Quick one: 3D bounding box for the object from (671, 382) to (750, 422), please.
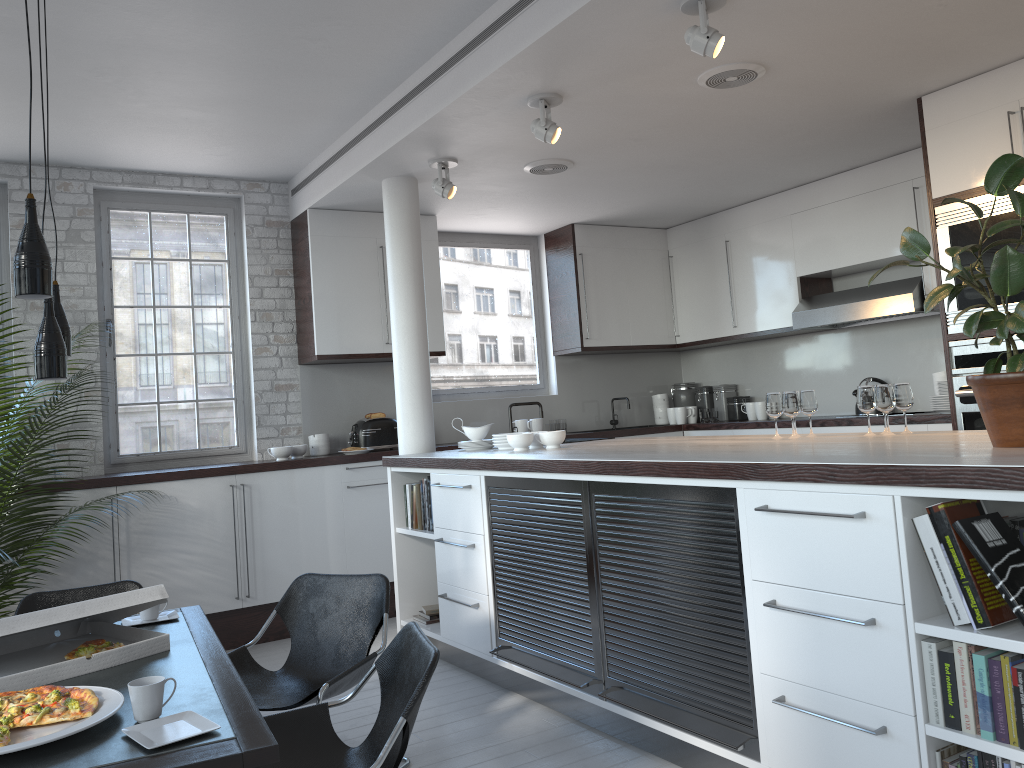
[{"bbox_3d":[1.833,0.156,8.150,0.243,0.375,0.872,-2,-3,-35],"label":"object"}]

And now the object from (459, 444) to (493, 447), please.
[{"bbox_3d":[-0.208,0.391,5.564,0.262,0.028,0.261,-4,-2,-7],"label":"object"}]

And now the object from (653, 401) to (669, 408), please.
[{"bbox_3d":[1.398,0.191,8.314,0.153,0.076,0.153,-4,-2,-10],"label":"object"}]

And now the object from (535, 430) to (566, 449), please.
[{"bbox_3d":[0.226,0.313,4.969,0.157,0.093,0.156,-3,-3,-16],"label":"object"}]

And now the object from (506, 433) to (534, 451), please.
[{"bbox_3d":[0.048,0.325,4.949,0.157,0.093,0.156,-3,-3,-31],"label":"object"}]

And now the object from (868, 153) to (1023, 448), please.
[{"bbox_3d":[1.526,-0.255,2.719,0.774,0.893,0.436,-6,-4,27],"label":"object"}]

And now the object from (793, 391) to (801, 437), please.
[{"bbox_3d":[1.358,0.145,4.269,0.082,0.223,0.082,-1,-5,-41],"label":"object"}]

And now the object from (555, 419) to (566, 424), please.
[{"bbox_3d":[0.419,0.352,7.530,0.094,0.098,0.093,-3,-3,-14],"label":"object"}]

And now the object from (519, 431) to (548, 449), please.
[{"bbox_3d":[0.136,0.324,5.119,0.156,0.093,0.157,-7,-3,45],"label":"object"}]

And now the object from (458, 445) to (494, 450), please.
[{"bbox_3d":[-0.208,0.399,5.564,0.262,0.028,0.261,-3,-2,-42],"label":"object"}]

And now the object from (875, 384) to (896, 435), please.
[{"bbox_3d":[1.621,0.112,3.837,0.082,0.223,0.082,-4,-4,2],"label":"object"}]

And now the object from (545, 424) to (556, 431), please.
[{"bbox_3d":[0.329,0.387,7.477,0.093,0.098,0.094,-7,-4,42],"label":"object"}]

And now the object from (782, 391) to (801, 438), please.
[{"bbox_3d":[1.315,0.145,4.166,0.082,0.223,0.082,-1,-5,-40],"label":"object"}]

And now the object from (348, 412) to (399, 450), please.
[{"bbox_3d":[-1.048,0.365,6.760,0.414,0.291,0.277,-3,-3,-31],"label":"object"}]

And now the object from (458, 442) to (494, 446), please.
[{"bbox_3d":[-0.209,0.384,5.565,0.262,0.028,0.261,-4,-2,-7],"label":"object"}]

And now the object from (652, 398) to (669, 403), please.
[{"bbox_3d":[1.396,0.161,8.313,0.153,0.067,0.152,-5,-2,15],"label":"object"}]

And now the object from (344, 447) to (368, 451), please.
[{"bbox_3d":[-1.138,0.479,6.435,0.138,0.044,0.136,-5,-2,21],"label":"object"}]

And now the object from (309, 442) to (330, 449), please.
[{"bbox_3d":[-1.439,0.474,6.628,0.154,0.074,0.152,-3,-3,-28],"label":"object"}]

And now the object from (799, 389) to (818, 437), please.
[{"bbox_3d":[1.407,0.139,4.192,0.083,0.223,0.082,-1,-5,-37],"label":"object"}]

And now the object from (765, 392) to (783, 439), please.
[{"bbox_3d":[1.264,0.152,4.255,0.082,0.223,0.082,-5,-4,6],"label":"object"}]

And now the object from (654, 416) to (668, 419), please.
[{"bbox_3d":[1.413,0.318,8.306,0.154,0.074,0.152,-3,-3,-28],"label":"object"}]

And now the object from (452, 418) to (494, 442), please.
[{"bbox_3d":[-0.241,0.292,5.569,0.269,0.173,0.130,-4,-3,-2],"label":"object"}]

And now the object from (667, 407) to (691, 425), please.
[{"bbox_3d":[1.505,0.290,8.066,0.135,0.152,0.249,-2,-3,-29],"label":"object"}]

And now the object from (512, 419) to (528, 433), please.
[{"bbox_3d":[0.070,0.368,7.217,0.138,0.152,0.108,-2,-4,-36],"label":"object"}]

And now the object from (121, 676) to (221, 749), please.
[{"bbox_3d":[-0.863,0.803,2.191,0.176,0.097,0.300,-2,-3,-41],"label":"object"}]

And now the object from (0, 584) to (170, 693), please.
[{"bbox_3d":[-1.552,0.817,2.956,0.586,0.216,0.591,-6,-3,38],"label":"object"}]

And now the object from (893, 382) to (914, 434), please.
[{"bbox_3d":[1.711,0.107,3.866,0.083,0.223,0.082,-3,-4,-17],"label":"object"}]

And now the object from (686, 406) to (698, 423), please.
[{"bbox_3d":[1.644,0.279,8.051,0.109,0.152,0.138,-2,-4,-32],"label":"object"}]

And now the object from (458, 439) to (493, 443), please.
[{"bbox_3d":[-0.210,0.369,5.566,0.262,0.028,0.261,-2,-3,-43],"label":"object"}]

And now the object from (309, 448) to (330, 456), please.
[{"bbox_3d":[-1.435,0.509,6.628,0.153,0.055,0.153,-5,-2,12],"label":"object"}]

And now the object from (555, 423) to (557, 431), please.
[{"bbox_3d":[0.368,0.388,7.617,0.093,0.098,0.094,-7,-4,42],"label":"object"}]

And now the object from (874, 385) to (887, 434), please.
[{"bbox_3d":[1.658,0.113,3.952,0.082,0.223,0.082,-6,-4,24],"label":"object"}]

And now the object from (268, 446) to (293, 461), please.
[{"bbox_3d":[-1.629,0.492,6.269,0.157,0.093,0.156,-3,-3,-32],"label":"object"}]

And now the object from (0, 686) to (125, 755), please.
[{"bbox_3d":[-1.265,0.865,2.230,0.532,0.042,0.531,-3,-2,-34],"label":"object"}]

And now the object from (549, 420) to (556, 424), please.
[{"bbox_3d":[0.366,0.359,7.619,0.093,0.098,0.094,-7,-4,42],"label":"object"}]

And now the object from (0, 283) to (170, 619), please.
[{"bbox_3d":[-3.102,0.517,4.674,1.920,2.629,2.397,-5,-3,17],"label":"object"}]

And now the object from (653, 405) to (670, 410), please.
[{"bbox_3d":[1.403,0.227,8.313,0.153,0.060,0.152,-3,-2,-31],"label":"object"}]

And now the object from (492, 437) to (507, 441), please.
[{"bbox_3d":[-0.003,0.335,5.335,0.236,0.041,0.235,-3,-2,-39],"label":"object"}]

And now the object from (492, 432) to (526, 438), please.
[{"bbox_3d":[-0.003,0.317,5.336,0.235,0.041,0.235,-5,-2,10],"label":"object"}]

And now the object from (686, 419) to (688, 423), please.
[{"bbox_3d":[1.589,0.288,8.183,0.109,0.152,0.138,-6,-3,22],"label":"object"}]

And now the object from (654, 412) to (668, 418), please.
[{"bbox_3d":[1.411,0.288,8.307,0.153,0.063,0.152,-4,-2,-2],"label":"object"}]

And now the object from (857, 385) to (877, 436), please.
[{"bbox_3d":[1.573,0.118,3.919,0.082,0.223,0.082,-6,-4,25],"label":"object"}]

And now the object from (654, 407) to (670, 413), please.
[{"bbox_3d":[1.406,0.256,8.311,0.153,0.075,0.153,-5,-3,26],"label":"object"}]

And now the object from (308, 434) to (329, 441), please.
[{"bbox_3d":[-1.446,0.412,6.633,0.153,0.075,0.153,-5,-3,26],"label":"object"}]

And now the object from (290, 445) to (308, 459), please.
[{"bbox_3d":[-1.557,0.492,6.420,0.156,0.093,0.157,-6,-3,39],"label":"object"}]

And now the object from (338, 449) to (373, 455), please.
[{"bbox_3d":[-1.130,0.494,6.434,0.262,0.028,0.261,-2,-3,-43],"label":"object"}]

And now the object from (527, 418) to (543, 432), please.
[{"bbox_3d":[0.197,0.358,7.199,0.109,0.152,0.138,-5,-3,19],"label":"object"}]

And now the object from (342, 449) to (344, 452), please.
[{"bbox_3d":[-1.169,0.488,6.477,0.136,0.037,0.138,-3,-2,-33],"label":"object"}]

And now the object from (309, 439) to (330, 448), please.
[{"bbox_3d":[-1.442,0.444,6.629,0.153,0.063,0.152,-4,-2,-2],"label":"object"}]

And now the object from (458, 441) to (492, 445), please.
[{"bbox_3d":[-0.209,0.376,5.565,0.262,0.028,0.261,-4,-2,-3],"label":"object"}]

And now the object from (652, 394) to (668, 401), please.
[{"bbox_3d":[1.391,0.130,8.318,0.153,0.070,0.152,-5,-2,15],"label":"object"}]

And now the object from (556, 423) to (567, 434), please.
[{"bbox_3d":[0.421,0.382,7.528,0.094,0.098,0.093,-3,-3,-14],"label":"object"}]

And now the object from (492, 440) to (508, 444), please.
[{"bbox_3d":[-0.001,0.353,5.333,0.236,0.041,0.235,-3,-2,-32],"label":"object"}]

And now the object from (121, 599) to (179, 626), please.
[{"bbox_3d":[-1.427,0.884,3.491,0.204,0.099,0.175,-3,-3,-26],"label":"object"}]

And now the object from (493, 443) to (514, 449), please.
[{"bbox_3d":[0.001,0.371,5.332,0.236,0.041,0.235,-3,-2,-36],"label":"object"}]
